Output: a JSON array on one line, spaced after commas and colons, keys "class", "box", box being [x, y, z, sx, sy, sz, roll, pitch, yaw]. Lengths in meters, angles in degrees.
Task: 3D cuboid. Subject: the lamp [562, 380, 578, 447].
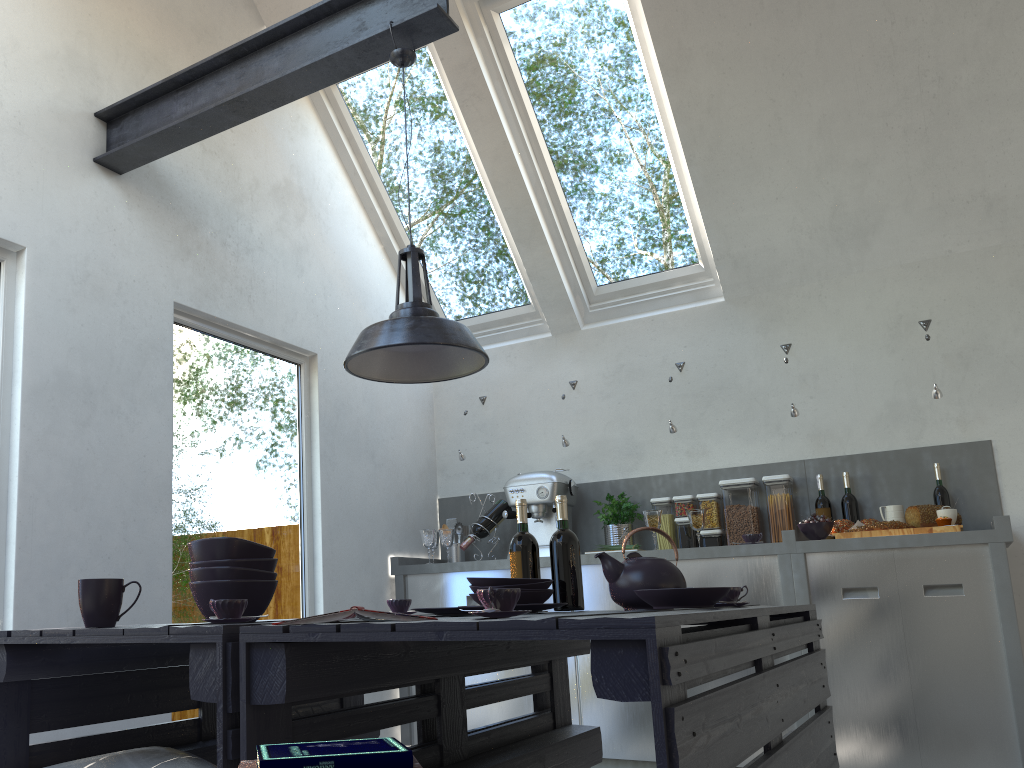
[{"class": "lamp", "box": [0.320, 0.155, 4.817, 0.061, 0.429, 0.331, -6, -12, 15]}]

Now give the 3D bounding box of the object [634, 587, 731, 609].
[{"class": "object", "box": [0.417, 0.525, 2.140, 0.221, 0.046, 0.241, 4, -15, -20]}]

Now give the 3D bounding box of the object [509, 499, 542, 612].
[{"class": "object", "box": [0.038, 0.525, 2.684, 0.087, 0.340, 0.096, 1, -11, -23]}]

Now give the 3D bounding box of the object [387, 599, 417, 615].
[{"class": "object", "box": [-0.366, 0.726, 2.848, 0.121, 0.055, 0.114, -6, -14, 16]}]

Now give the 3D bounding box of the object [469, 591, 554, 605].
[{"class": "object", "box": [-0.001, 0.589, 2.373, 0.221, 0.046, 0.241, 4, -15, -20]}]

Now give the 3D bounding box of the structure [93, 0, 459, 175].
[{"class": "structure", "box": [-1.340, -1.010, 3.343, 2.674, 0.206, 0.130, -10, -13, 30]}]

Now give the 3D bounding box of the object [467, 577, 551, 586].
[{"class": "object", "box": [-0.009, 0.552, 2.383, 0.242, 0.057, 0.220, -9, -16, 28]}]

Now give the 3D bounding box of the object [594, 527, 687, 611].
[{"class": "object", "box": [0.367, 0.510, 2.415, 0.225, 0.229, 0.209, -9, -14, 30]}]

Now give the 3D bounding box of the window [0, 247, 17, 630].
[{"class": "window", "box": [-1.962, 0.465, 2.579, 0.062, 2.098, 0.944, -8, -12, 26]}]

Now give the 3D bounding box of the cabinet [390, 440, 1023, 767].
[{"class": "cabinet", "box": [0.761, 1.138, 4.274, 3.022, 1.457, 0.543, -10, -12, 30]}]

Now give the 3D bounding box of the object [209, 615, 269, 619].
[{"class": "object", "box": [-0.610, 0.524, 1.954, 0.126, 0.013, 0.029, 4, -15, -22]}]

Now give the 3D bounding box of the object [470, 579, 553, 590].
[{"class": "object", "box": [-0.001, 0.563, 2.381, 0.244, 0.062, 0.218, -11, -17, 32]}]

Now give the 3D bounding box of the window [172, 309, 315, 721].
[{"class": "window", "box": [-1.232, 0.798, 3.974, 0.062, 2.098, 0.944, -8, -12, 26]}]

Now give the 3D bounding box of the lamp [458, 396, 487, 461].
[{"class": "lamp", "box": [-0.234, 0.253, 5.134, 0.063, 0.431, 0.318, -8, -13, 26]}]

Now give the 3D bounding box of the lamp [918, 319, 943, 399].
[{"class": "lamp", "box": [1.870, -0.120, 3.913, 0.063, 0.431, 0.318, -8, -13, 26]}]

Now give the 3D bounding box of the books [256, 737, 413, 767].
[{"class": "books", "box": [-0.253, 0.522, 1.224, 0.199, 0.025, 0.150, 2, -15, -14]}]

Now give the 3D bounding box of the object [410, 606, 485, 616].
[{"class": "object", "box": [-0.133, 0.558, 2.150, 0.249, 0.019, 0.223, -11, -17, 32]}]

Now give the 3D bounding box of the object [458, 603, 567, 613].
[{"class": "object", "box": [0.002, 0.610, 2.371, 0.282, 0.024, 0.315, 6, -16, -29]}]

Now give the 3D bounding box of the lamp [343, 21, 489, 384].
[{"class": "lamp", "box": [-0.315, -0.585, 2.664, 0.457, 1.081, 0.412, -9, -12, 28]}]

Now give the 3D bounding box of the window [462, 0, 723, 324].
[{"class": "window", "box": [0.461, -1.193, 4.432, 0.880, 1.369, 1.417, -8, -14, 27]}]

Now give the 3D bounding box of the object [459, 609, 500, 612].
[{"class": "object", "box": [-0.065, 0.424, 1.625, 0.026, 0.013, 0.141, 8, -17, -35]}]

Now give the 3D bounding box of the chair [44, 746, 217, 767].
[{"class": "chair", "box": [-0.938, 0.891, 1.780, 0.735, 0.807, 0.740, 5, -14, -31]}]

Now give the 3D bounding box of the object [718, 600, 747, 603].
[{"class": "object", "box": [0.573, 0.566, 2.258, 0.029, 0.013, 0.125, -13, -18, 38]}]

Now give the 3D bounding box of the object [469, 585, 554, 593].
[{"class": "object", "box": [0.000, 0.574, 2.374, 0.243, 0.062, 0.218, -11, -17, 32]}]

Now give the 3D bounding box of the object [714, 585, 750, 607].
[{"class": "object", "box": [0.562, 0.560, 2.302, 0.122, 0.055, 0.113, -7, -14, 21]}]

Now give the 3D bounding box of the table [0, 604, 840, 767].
[{"class": "table", "box": [-0.166, 0.978, 2.172, 1.697, 0.785, 1.444, -9, -15, 28]}]

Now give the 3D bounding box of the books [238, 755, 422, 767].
[{"class": "books", "box": [-0.255, 0.550, 1.220, 0.250, 0.032, 0.180, 0, -14, -9]}]

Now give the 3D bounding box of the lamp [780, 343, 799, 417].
[{"class": "lamp", "box": [1.349, -0.027, 4.220, 0.061, 0.429, 0.331, -6, -12, 15]}]

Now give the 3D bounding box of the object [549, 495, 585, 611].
[{"class": "object", "box": [0.159, 0.506, 2.624, 0.087, 0.340, 0.097, 3, -12, -28]}]

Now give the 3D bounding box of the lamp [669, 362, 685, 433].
[{"class": "lamp", "box": [0.842, 0.062, 4.510, 0.063, 0.431, 0.318, -8, -13, 26]}]

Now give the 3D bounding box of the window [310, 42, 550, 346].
[{"class": "window", "box": [-0.430, -1.027, 4.957, 0.880, 1.376, 1.424, -8, -14, 27]}]

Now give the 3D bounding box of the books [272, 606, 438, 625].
[{"class": "books", "box": [-0.301, 0.450, 1.710, 0.304, 0.030, 0.227, -1, -14, -2]}]

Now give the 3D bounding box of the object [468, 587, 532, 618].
[{"class": "object", "box": [-0.023, 0.405, 1.622, 0.124, 0.055, 0.110, -12, -16, 35]}]
